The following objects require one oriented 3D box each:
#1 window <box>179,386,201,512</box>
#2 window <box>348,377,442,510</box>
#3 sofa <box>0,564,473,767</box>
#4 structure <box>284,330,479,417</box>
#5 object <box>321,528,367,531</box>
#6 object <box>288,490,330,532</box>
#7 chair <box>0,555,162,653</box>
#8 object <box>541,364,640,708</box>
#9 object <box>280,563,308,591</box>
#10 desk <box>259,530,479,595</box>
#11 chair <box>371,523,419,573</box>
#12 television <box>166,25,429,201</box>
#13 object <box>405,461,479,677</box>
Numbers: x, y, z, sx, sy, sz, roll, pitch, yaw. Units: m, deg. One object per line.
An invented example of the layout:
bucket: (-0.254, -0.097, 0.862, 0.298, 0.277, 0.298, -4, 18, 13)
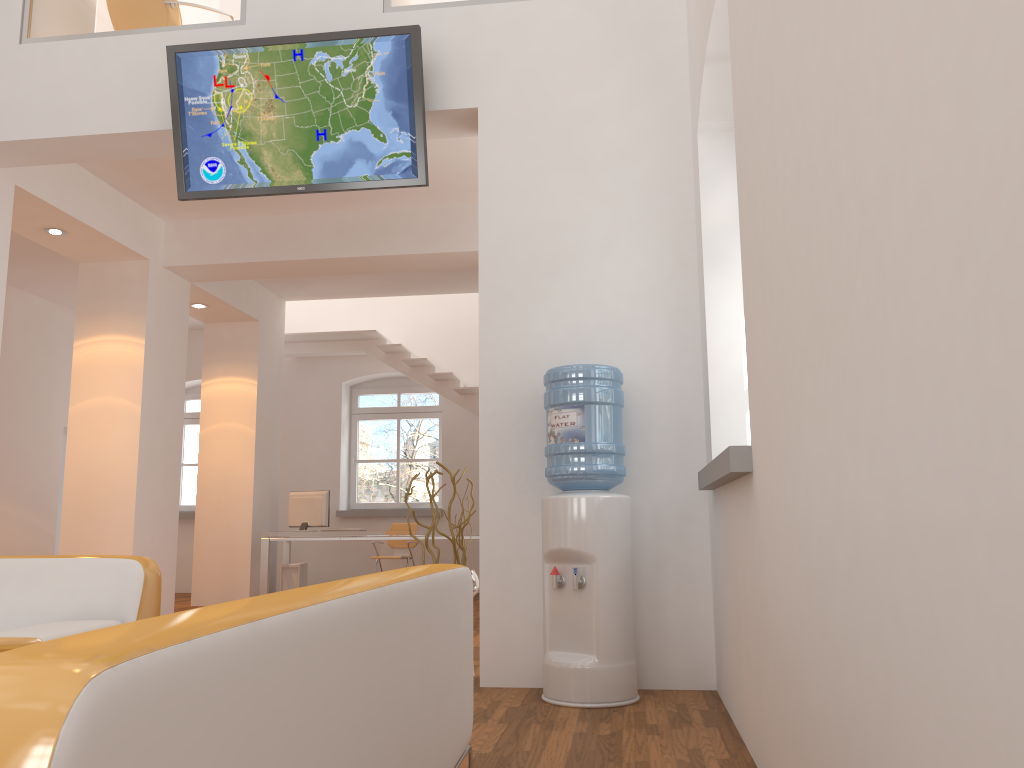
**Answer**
window: (-3.860, 0.842, 11.778, 1.308, 1.737, 0.142, -2, -9, 7)
window: (-1.473, 0.769, 11.470, 1.308, 1.737, 0.142, -2, -9, 7)
sofa: (-0.619, 0.691, 1.593, 0.825, 0.661, 2.010, -1, -9, 6)
structure: (-0.740, 0.753, 9.254, 4.630, 3.042, 3.450, -2, -9, 7)
object: (-1.818, 1.573, 9.574, 0.467, 0.031, 0.200, -3, -10, 17)
object: (-2.156, 1.323, 9.230, 0.516, 0.418, 0.245, -8, -12, 37)
chair: (-1.894, 0.963, 3.193, 0.923, 0.661, 0.825, -1, -9, 2)
object: (0.344, 0.671, 4.084, 0.436, 1.490, 0.436, 1, -9, -7)
object: (-2.323, 2.128, 9.449, 0.200, 0.422, 0.474, 0, -9, -3)
desk: (-1.376, 1.916, 9.281, 2.239, 0.750, 1.092, 0, -9, -3)
chair: (-1.344, 2.023, 10.230, 0.495, 0.829, 0.464, -4, -10, 22)
television: (-1.150, -1.433, 4.739, 1.388, 0.803, 0.266, -2, -9, 7)
object: (-0.306, 0.966, 4.675, 0.284, 1.112, 0.655, -6, -11, 28)
